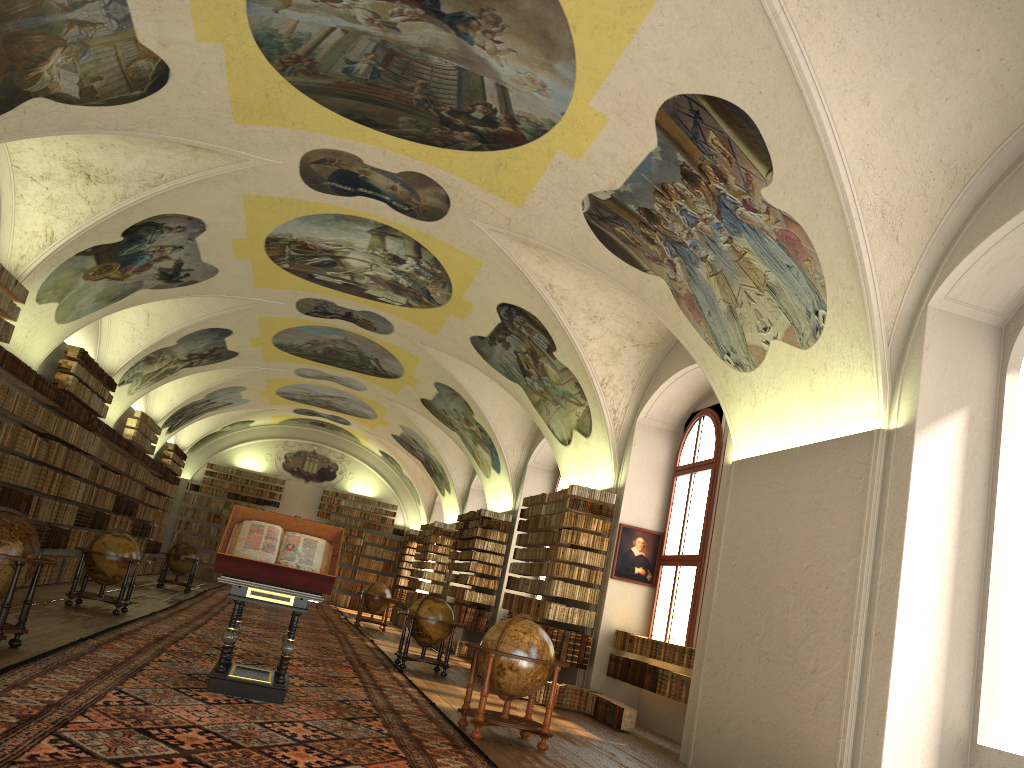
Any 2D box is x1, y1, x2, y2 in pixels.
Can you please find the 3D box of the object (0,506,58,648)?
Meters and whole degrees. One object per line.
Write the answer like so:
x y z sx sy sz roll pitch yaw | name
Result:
-5.539 2.008 9.323 1.279 1.442 1.285 0 -17 40 | object

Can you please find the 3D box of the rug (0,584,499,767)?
-5.220 5.327 19.468 4.708 0.064 37.029 14 -14 -11 | rug

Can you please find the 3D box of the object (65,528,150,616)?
-7.151 3.280 15.729 1.278 1.442 1.285 5 -15 25 | object

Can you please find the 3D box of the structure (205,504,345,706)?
-2.777 2.501 10.106 1.246 1.973 1.898 14 -14 -11 | structure

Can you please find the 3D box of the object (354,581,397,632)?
-4.227 6.794 27.320 1.278 1.442 1.285 4 -15 30 | object

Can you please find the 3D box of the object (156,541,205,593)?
-9.788 5.356 26.186 1.278 1.442 1.285 4 -15 30 | object

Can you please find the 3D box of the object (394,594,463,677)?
-1.599 4.718 16.873 1.279 1.442 1.285 0 -17 40 | object

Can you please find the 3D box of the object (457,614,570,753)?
0.011 3.445 10.467 1.278 1.442 1.285 5 -15 25 | object
